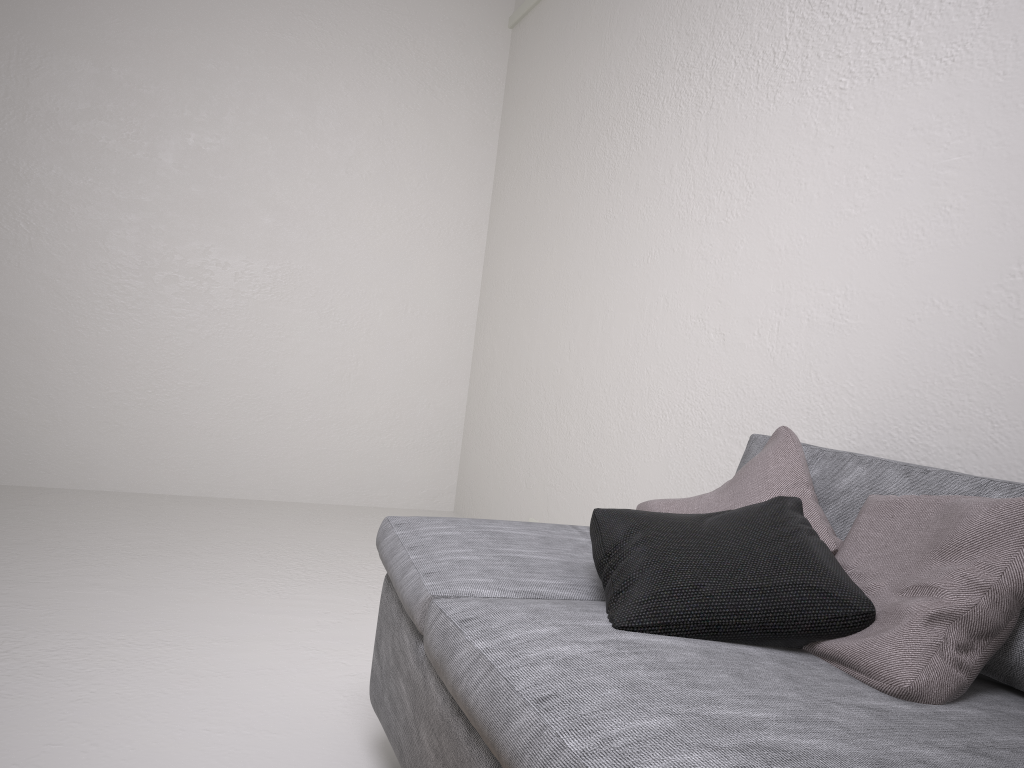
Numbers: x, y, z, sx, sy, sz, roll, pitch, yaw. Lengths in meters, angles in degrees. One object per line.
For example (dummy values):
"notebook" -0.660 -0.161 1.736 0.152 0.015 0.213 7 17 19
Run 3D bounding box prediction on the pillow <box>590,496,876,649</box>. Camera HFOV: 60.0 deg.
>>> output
"pillow" 0.351 0.328 1.524 0.421 0.268 0.401 7 0 -1

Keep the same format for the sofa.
"sofa" 0.718 0.531 0.692 1.117 0.772 3.015 7 0 -20

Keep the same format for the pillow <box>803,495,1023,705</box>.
"pillow" 0.620 0.304 1.431 0.342 0.318 0.417 7 0 -21

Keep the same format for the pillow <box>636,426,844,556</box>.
"pillow" 0.456 0.301 1.829 0.352 0.448 0.478 7 0 0
